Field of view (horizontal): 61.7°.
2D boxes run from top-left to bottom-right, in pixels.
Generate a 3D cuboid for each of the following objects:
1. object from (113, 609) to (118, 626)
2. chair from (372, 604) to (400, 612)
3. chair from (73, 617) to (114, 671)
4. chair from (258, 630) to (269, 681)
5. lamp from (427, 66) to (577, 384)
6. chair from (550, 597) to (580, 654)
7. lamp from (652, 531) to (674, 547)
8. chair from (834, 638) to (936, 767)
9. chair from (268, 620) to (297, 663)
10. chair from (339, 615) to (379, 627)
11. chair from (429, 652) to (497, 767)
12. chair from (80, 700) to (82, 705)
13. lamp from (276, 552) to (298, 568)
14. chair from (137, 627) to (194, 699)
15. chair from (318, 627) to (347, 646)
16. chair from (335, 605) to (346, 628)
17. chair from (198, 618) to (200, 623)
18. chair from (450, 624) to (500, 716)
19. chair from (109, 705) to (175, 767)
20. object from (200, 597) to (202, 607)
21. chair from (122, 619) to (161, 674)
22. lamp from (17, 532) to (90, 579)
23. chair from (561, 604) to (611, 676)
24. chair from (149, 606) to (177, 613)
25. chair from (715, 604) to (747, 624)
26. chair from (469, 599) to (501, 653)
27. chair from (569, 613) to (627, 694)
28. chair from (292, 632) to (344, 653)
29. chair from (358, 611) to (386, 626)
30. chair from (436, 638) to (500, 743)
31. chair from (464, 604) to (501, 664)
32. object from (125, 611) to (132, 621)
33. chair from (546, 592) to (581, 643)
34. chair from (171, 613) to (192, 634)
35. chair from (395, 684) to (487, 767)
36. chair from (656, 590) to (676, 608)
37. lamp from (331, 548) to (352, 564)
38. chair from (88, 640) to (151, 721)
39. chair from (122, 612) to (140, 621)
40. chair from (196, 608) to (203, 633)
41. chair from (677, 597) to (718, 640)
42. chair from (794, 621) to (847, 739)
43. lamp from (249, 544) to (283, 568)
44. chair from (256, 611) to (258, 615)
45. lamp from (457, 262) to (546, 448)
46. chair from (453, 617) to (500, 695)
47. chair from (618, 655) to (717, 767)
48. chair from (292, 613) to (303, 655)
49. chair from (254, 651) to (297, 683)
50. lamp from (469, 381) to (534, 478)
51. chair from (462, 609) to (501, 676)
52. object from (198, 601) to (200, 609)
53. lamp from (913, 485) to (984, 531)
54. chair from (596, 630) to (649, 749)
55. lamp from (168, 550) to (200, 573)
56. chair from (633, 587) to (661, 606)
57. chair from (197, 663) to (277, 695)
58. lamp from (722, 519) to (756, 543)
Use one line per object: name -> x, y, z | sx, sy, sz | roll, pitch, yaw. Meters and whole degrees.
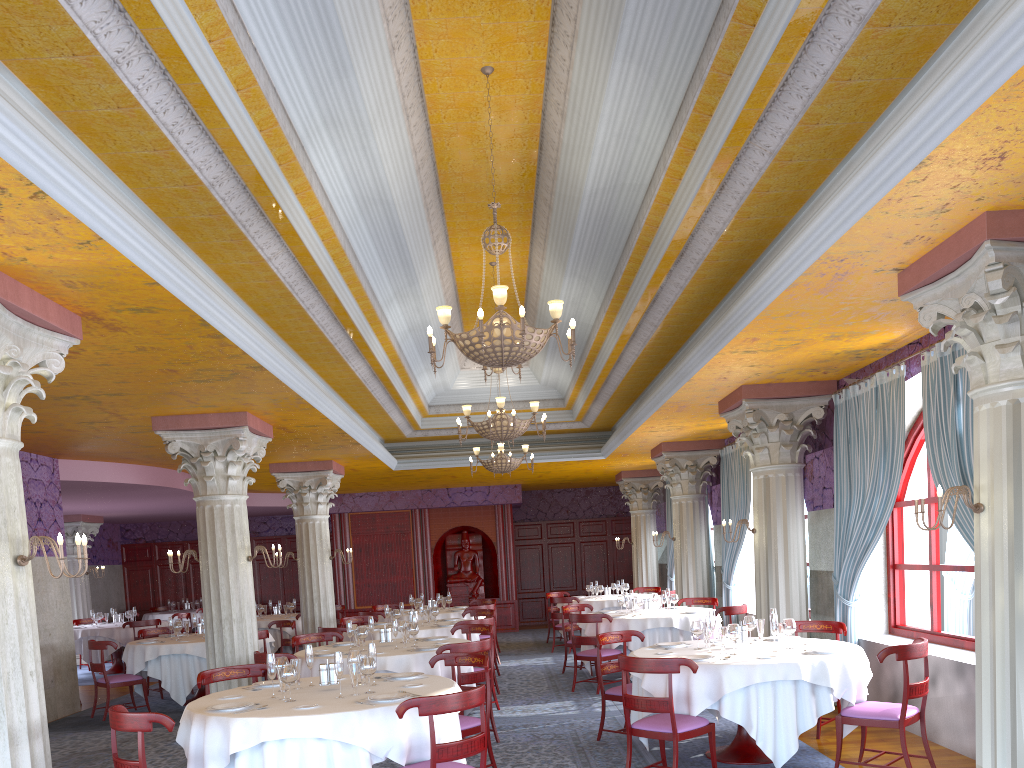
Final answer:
object -> -7.815, 4.600, 16.882 | 0.074, 0.338, 0.073 | -4, 3, -10
chair -> -2.365, 4.896, 16.884 | 0.650, 1.099, 0.743 | -3, -1, 44
chair -> -8.839, 5.501, 18.117 | 0.650, 1.099, 0.743 | -3, -1, 44
chair -> -3.703, 3.950, 11.804 | 0.650, 1.099, 0.743 | -3, -1, 44
lamp -> -0.120, -1.169, 6.127 | 0.963, 2.194, 0.949 | -2, 2, 44
chair -> 1.111, 4.629, 16.511 | 0.754, 1.099, 0.640 | -4, -1, 44
lamp -> 2.609, 2.685, 14.843 | 0.380, 0.275, 0.344 | -2, -6, -13
chair -> 2.958, 2.577, 6.802 | 0.650, 1.099, 0.743 | -3, -1, 44
chair -> -3.724, 4.298, 13.532 | 0.754, 1.099, 0.640 | -4, -1, 44
chair -> -2.325, 4.229, 13.573 | 0.650, 1.099, 0.743 | -3, -1, 44
chair -> -0.520, 2.875, 7.331 | 0.754, 1.099, 0.640 | -4, -1, 44
chair -> -6.973, 4.356, 12.925 | 0.648, 1.098, 0.746 | -3, -1, 14
lamp -> -3.883, 3.033, 14.789 | 0.380, 0.275, 0.344 | -2, -6, -13
chair -> -5.454, 4.391, 13.518 | 0.650, 1.099, 0.743 | -3, -1, 44
chair -> -2.304, 3.880, 11.845 | 0.754, 1.099, 0.640 | -4, -1, 44
chair -> -3.775, 5.155, 17.787 | 0.754, 1.099, 0.640 | -4, -1, 44
chair -> -5.484, 4.900, 16.044 | 0.754, 1.099, 0.640 | -4, -1, 44
chair -> -0.559, 3.521, 10.534 | 0.754, 1.099, 0.640 | -4, -1, 44
chair -> -2.229, 2.620, 5.588 | 0.754, 1.099, 0.640 | -4, -1, 44
object -> -7.936, 5.610, 21.879 | 0.074, 0.338, 0.073 | -4, 3, -10
chair -> -7.089, 5.060, 16.403 | 0.650, 1.099, 0.743 | -3, -1, 44
lamp -> -2.814, 1.053, 5.220 | 0.380, 0.275, 0.344 | -2, -6, -13
chair -> 1.148, 4.015, 13.465 | 0.650, 1.099, 0.743 | -3, -1, 44
chair -> -9.114, 6.416, 22.594 | 0.650, 1.099, 0.743 | -3, -1, 44
chair -> 2.898, 3.574, 11.751 | 0.650, 1.099, 0.743 | -3, -1, 44
chair -> -0.635, 4.803, 16.899 | 0.754, 1.099, 0.640 | -4, -1, 44
chair -> 1.169, 3.667, 11.736 | 0.754, 1.099, 0.640 | -4, -1, 44
chair -> -2.288, 3.613, 10.519 | 0.650, 1.099, 0.743 | -3, -1, 44
chair -> -2.344, 4.548, 15.156 | 0.754, 1.099, 0.640 | -4, -1, 44
chair -> -0.538, 3.172, 8.806 | 0.650, 1.099, 0.743 | -3, -1, 44
chair -> -0.614, 4.455, 15.170 | 0.650, 1.099, 0.743 | -3, -1, 44
object -> -7.636, 4.660, 17.052 | 0.123, 0.266, 0.121 | -3, 1, 13
chair -> 1.090, 4.977, 18.239 | 0.650, 1.099, 0.743 | -3, -1, 44
chair -> -7.110, 5.409, 18.131 | 0.754, 1.099, 0.640 | -4, -1, 44
chair -> -0.499, 2.527, 5.602 | 0.650, 1.099, 0.743 | -3, -1, 44
chair -> 2.841, 4.536, 16.525 | 0.650, 1.099, 0.743 | -3, -1, 44
lamp -> -2.929, 2.971, 14.739 | 0.380, 0.275, 0.344 | -2, -6, -13
chair -> -5.433, 4.042, 11.789 | 0.754, 1.099, 0.640 | -4, -1, 44
chair -> -9.093, 6.067, 20.865 | 0.754, 1.099, 0.640 | -4, -1, 44
chair -> -7.364, 5.975, 20.880 | 0.650, 1.099, 0.743 | -3, -1, 44
chair -> 2.877, 3.922, 13.479 | 0.754, 1.099, 0.640 | -4, -1, 44
chair -> 2.937, 2.925, 8.531 | 0.754, 1.099, 0.640 | -4, -1, 44
lamp -> -2.871, 2.010, 9.974 | 0.380, 0.275, 0.344 | -2, -6, -13
chair -> -5.505, 5.248, 17.772 | 0.650, 1.099, 0.743 | -3, -1, 44
lamp -> -0.169, -0.364, 10.120 | 0.963, 2.194, 0.949 | -2, 2, 44
chair -> -0.574, 3.788, 11.859 | 0.650, 1.099, 0.743 | -3, -1, 44
chair -> 1.228, 2.670, 6.788 | 0.754, 1.099, 0.640 | -4, -1, 44
chair -> -3.755, 4.807, 16.058 | 0.650, 1.099, 0.743 | -3, -1, 44
chair -> -2.267, 3.265, 8.791 | 0.754, 1.099, 0.640 | -4, -1, 44
lamp -> -0.216, 0.427, 14.049 | 0.963, 2.194, 0.949 | -2, 2, 44
chair -> -0.595, 4.136, 13.588 | 0.754, 1.099, 0.640 | -4, -1, 44
object -> -8.031, 5.682, 21.967 | 0.085, 0.239, 0.085 | -4, 2, -21
lamp -> 2.723, 0.777, 5.371 | 0.380, 0.275, 0.344 | -2, -6, -13
chair -> 1.208, 3.018, 8.516 | 0.650, 1.099, 0.743 | -3, -1, 44
lamp -> -3.826, 2.083, 10.070 | 0.380, 0.275, 0.344 | -2, -6, -13
chair -> 2.820, 4.884, 18.254 | 0.754, 1.099, 0.640 | -4, -1, 44
chair -> -2.249, 2.968, 7.316 | 0.650, 1.099, 0.743 | -3, -1, 44
lamp -> 2.666, 1.734, 10.124 | 0.380, 0.275, 0.344 | -2, -6, -13
